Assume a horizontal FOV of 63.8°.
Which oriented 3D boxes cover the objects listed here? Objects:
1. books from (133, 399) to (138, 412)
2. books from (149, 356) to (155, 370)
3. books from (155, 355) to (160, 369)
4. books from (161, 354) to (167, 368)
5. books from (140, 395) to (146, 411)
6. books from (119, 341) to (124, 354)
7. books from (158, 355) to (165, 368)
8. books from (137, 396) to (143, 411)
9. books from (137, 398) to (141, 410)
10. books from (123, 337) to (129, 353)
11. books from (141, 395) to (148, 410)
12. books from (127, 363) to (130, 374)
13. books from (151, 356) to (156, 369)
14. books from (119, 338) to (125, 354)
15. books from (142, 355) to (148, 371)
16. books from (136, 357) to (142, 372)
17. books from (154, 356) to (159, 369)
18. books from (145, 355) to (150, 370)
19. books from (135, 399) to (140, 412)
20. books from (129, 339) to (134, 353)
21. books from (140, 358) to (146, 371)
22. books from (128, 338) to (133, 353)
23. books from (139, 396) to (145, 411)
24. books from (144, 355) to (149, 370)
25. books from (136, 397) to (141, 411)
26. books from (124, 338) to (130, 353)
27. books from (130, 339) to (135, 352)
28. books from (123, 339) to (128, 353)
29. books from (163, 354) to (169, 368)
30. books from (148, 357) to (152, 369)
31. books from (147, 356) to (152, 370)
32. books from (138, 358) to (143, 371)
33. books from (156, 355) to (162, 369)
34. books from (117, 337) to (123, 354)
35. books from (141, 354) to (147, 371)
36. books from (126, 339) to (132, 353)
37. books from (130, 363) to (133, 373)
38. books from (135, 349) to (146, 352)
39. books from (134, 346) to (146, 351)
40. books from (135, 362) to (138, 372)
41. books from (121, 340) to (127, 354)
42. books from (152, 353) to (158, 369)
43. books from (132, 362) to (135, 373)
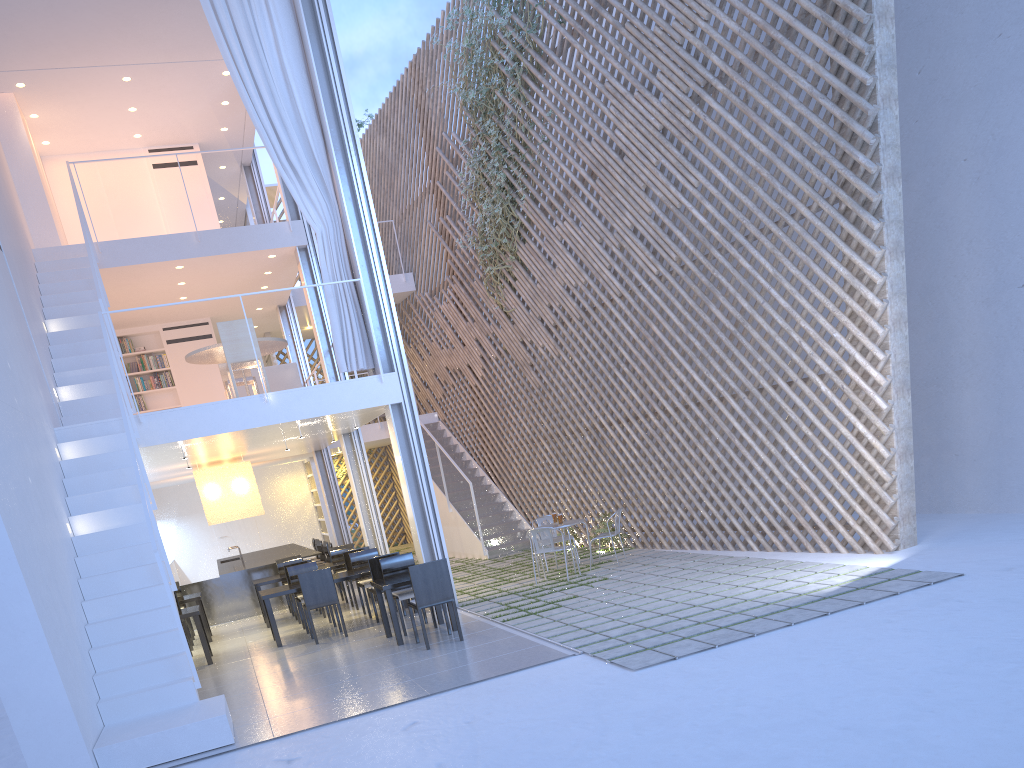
[{"bbox_3d":[-3.521,0.207,7.692,0.014,0.131,0.089,-16,10,-22],"label":"books"},{"bbox_3d":[-2.880,0.385,6.221,0.034,1.711,3.506,-14,0,-13],"label":"books"},{"bbox_3d":[-2.890,0.401,6.240,0.023,1.747,3.458,-13,0,-11],"label":"books"},{"bbox_3d":[-2.851,0.392,6.237,0.036,1.739,3.510,-13,0,-10],"label":"books"},{"bbox_3d":[-3.456,0.185,7.712,0.011,0.153,0.083,-16,12,-22],"label":"books"},{"bbox_3d":[-3.585,-0.325,7.561,0.006,0.127,0.078,-16,11,-22],"label":"books"},{"bbox_3d":[-2.862,0.379,6.242,0.045,1.702,3.488,-13,0,-10],"label":"books"},{"bbox_3d":[-3.481,0.189,7.702,0.009,0.154,0.086,-16,12,-22],"label":"books"},{"bbox_3d":[-3.486,0.198,7.700,0.005,0.136,0.092,-16,10,-22],"label":"books"},{"bbox_3d":[-3.546,-0.346,7.565,0.009,0.154,0.086,-16,12,-22],"label":"books"},{"bbox_3d":[-3.442,0.183,7.717,0.019,0.154,0.080,-16,12,-21],"label":"books"},{"bbox_3d":[-3.549,-0.138,7.627,0.039,0.107,0.060,-15,11,-20],"label":"books"},{"bbox_3d":[-2.887,0.368,6.223,0.029,1.677,3.491,-14,0,-12],"label":"books"},{"bbox_3d":[-3.578,-0.338,7.556,0.010,0.149,0.086,-16,12,-22],"label":"books"},{"bbox_3d":[-2.920,0.398,6.240,0.023,1.765,3.444,-14,0,-13],"label":"books"},{"bbox_3d":[-3.463,-0.176,7.638,0.014,0.150,0.076,-16,13,-21],"label":"books"},{"bbox_3d":[-3.316,-0.190,7.684,0.006,0.127,0.078,-16,11,-22],"label":"books"},{"bbox_3d":[-2.916,0.397,6.240,0.023,1.765,3.445,-14,0,-13],"label":"books"},{"bbox_3d":[-3.506,0.206,7.700,0.018,0.128,0.082,-16,11,-21],"label":"books"},{"bbox_3d":[-3.499,-0.341,7.581,0.006,0.128,0.087,-16,10,-22],"label":"books"},{"bbox_3d":[-2.946,0.415,6.232,0.030,1.740,3.451,-14,0,-13],"label":"books"},{"bbox_3d":[-3.509,-0.344,7.575,0.014,0.136,0.092,-16,10,-22],"label":"books"},{"bbox_3d":[-3.465,0.189,7.708,0.010,0.149,0.086,-16,12,-22],"label":"books"},{"bbox_3d":[-2.926,0.402,6.237,0.023,1.760,3.448,-14,0,-13],"label":"books"},{"bbox_3d":[-3.493,0.197,7.697,0.008,0.142,0.092,-16,11,-22],"label":"books"},{"bbox_3d":[-3.535,-0.342,7.567,0.008,0.142,0.092,-16,11,-22],"label":"books"},{"bbox_3d":[-3.497,-0.345,7.590,0.006,0.136,0.069,-16,13,-22],"label":"books"},{"bbox_3d":[-3.550,-0.336,7.563,0.005,0.136,0.092,-16,10,-22],"label":"books"},{"bbox_3d":[-2.834,0.378,6.241,0.038,1.711,3.509,-13,0,-10],"label":"books"},{"bbox_3d":[-2.922,0.406,6.231,0.025,1.747,3.468,-13,0,-12],"label":"books"},{"bbox_3d":[-3.375,-0.188,7.658,0.008,0.142,0.092,-16,11,-22],"label":"books"},{"bbox_3d":[-2.931,0.392,6.188,0.121,1.711,3.531,-14,0,-14],"label":"books"},{"bbox_3d":[-2.870,0.385,6.221,0.037,1.713,3.521,-13,0,-11],"label":"books"},{"bbox_3d":[-3.598,-0.340,7.550,0.014,0.161,0.084,-16,12,-22],"label":"books"},{"bbox_3d":[-3.418,-0.189,7.649,0.011,0.162,0.079,-16,13,-22],"label":"books"},{"bbox_3d":[-3.523,-0.339,7.573,0.014,0.131,0.089,-16,10,-22],"label":"books"},{"bbox_3d":[-3.528,-0.142,7.631,0.039,0.107,0.060,-15,11,-20],"label":"books"},{"bbox_3d":[-3.440,-0.299,7.621,0.092,0.022,0.062,-10,-3,-18],"label":"books"},{"bbox_3d":[-3.440,-0.323,7.611,0.093,0.022,0.062,-11,-3,-12],"label":"books"},{"bbox_3d":[-3.488,-0.149,7.643,0.039,0.107,0.060,-15,11,-20],"label":"books"},{"bbox_3d":[-3.563,-0.330,7.565,0.018,0.128,0.082,-16,11,-21],"label":"books"},{"bbox_3d":[-2.900,0.390,6.230,0.030,1.771,3.483,-13,0,-11],"label":"books"},{"bbox_3d":[-3.509,-0.145,7.638,0.039,0.107,0.060,-15,11,-20],"label":"books"}]
